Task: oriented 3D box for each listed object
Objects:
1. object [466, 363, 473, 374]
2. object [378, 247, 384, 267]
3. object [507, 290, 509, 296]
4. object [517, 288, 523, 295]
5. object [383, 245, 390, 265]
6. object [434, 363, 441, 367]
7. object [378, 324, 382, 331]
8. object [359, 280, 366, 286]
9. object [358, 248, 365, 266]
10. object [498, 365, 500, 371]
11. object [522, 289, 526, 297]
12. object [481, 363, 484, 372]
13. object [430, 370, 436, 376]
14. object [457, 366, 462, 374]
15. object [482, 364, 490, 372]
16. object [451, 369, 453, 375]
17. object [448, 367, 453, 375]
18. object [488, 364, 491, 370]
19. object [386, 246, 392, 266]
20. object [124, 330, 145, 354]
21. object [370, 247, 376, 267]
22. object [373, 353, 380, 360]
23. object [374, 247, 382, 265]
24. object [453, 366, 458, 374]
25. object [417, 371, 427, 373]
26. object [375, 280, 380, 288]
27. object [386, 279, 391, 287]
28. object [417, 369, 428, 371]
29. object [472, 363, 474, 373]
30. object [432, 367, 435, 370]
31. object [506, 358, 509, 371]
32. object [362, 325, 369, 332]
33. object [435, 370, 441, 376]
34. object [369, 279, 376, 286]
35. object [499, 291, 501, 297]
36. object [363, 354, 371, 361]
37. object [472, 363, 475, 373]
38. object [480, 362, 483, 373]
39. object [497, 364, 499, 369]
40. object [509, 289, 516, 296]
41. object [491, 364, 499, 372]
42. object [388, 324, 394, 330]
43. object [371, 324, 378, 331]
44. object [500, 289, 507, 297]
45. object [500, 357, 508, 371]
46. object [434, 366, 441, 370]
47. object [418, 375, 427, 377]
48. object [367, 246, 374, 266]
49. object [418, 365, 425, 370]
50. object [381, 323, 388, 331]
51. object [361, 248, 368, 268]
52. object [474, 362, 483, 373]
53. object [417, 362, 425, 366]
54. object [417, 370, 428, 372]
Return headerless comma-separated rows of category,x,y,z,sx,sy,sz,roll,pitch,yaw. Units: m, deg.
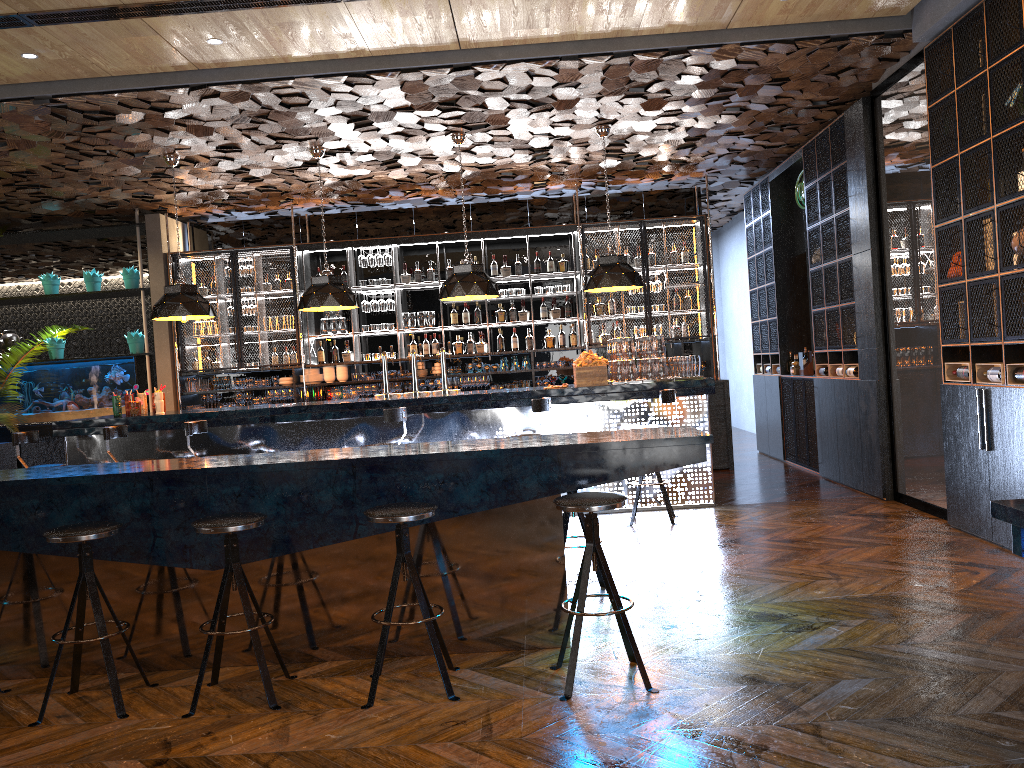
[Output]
object,-0.525,-0.194,11.036,0.100,0.125,0.100,-3,2,41
object,-1.678,-1.622,11.293,0.092,0.244,0.092,-5,1,-38
object,-0.014,-1.148,11.256,0.089,0.092,0.089,-4,1,1
object,0.103,-1.153,11.142,0.089,0.092,0.089,-5,2,-44
object,-1.579,-1.625,11.125,0.092,0.244,0.092,-5,1,-38
object,-0.924,-0.230,11.081,0.094,0.068,0.106,-4,1,1
object,-1.666,-0.712,11.311,0.089,0.092,0.089,-3,1,33
object,-1.886,-1.266,11.232,0.089,0.092,0.089,-5,1,-30
object,-1.891,-1.604,11.134,0.092,0.244,0.092,-5,1,-38
object,-0.206,-0.205,11.209,0.098,0.097,0.098,-4,1,-12
object,0.131,-1.158,11.281,0.089,0.092,0.089,-4,1,-24
object,-0.408,-0.208,11.273,0.108,0.126,0.108,-4,1,-27
object,-0.966,-0.140,11.184,0.106,0.067,0.094,-5,1,-36
object,-0.666,-0.174,11.148,0.058,0.099,0.067,-4,1,14
object,-0.317,-0.194,11.007,0.098,0.097,0.098,-4,1,-19
object,-0.770,-0.166,11.076,0.067,0.099,0.058,-4,1,-29
object,-0.770,-0.164,11.007,0.067,0.099,0.058,-5,2,-43
object,-0.313,-0.196,11.109,0.098,0.097,0.098,-3,2,39
object,-1.575,-1.629,11.290,0.092,0.244,0.092,-5,1,-38
object,-4.767,-0.532,11.243,0.265,0.325,0.245,-4,1,-5
object,-1.777,-1.615,11.296,0.092,0.244,0.092,-5,1,-38
object,-1.709,-0.340,11.173,0.089,0.092,0.089,-5,1,-35
object,-1.682,-1.618,11.128,0.092,0.244,0.092,-5,1,-38
object,-0.708,-0.169,11.045,0.067,0.099,0.058,-3,1,37
object,-1.128,-0.147,11.111,0.149,0.026,0.148,-4,1,8
object,-1.713,-1.280,11.326,0.089,0.092,0.089,-4,1,12
object,-1.588,-1.288,11.334,0.089,0.092,0.089,-5,1,-30
object,-1.132,-0.168,11.110,0.149,0.026,0.148,-4,1,8
object,-0.521,-0.197,11.158,0.100,0.125,0.100,-5,2,-41
object,-0.962,-0.185,11.181,0.094,0.069,0.105,-4,1,-21
object,-0.097,-0.250,11.215,0.115,0.172,0.101,-4,1,-14
object,-1.852,-0.699,11.248,0.089,0.092,0.089,-4,1,-20
object,-0.913,-0.141,11.090,0.106,0.067,0.094,-4,1,-10
object,-1.766,-1.273,11.205,0.089,0.092,0.089,-5,1,-30
object,-0.129,-1.141,11.297,0.089,0.092,0.089,-3,2,41
object,-1.827,-0.332,11.190,0.089,0.092,0.089,-4,1,-27
object,-0.521,-0.200,11.276,0.100,0.125,0.100,-4,1,15
object,-0.410,-0.205,11.151,0.108,0.126,0.108,-4,1,-4
object,-0.214,-0.203,11.107,0.098,0.097,0.098,-3,1,26
object,0.003,-1.146,11.111,0.089,0.092,0.089,-5,1,-35
object,-0.214,-0.200,10.999,0.098,0.097,0.098,-3,1,36
object,-1.546,-0.720,11.315,0.089,0.092,0.089,-4,1,-14
object,-1.739,-0.705,11.201,0.089,0.092,0.089,-4,1,-20
object,-0.101,-1.139,11.139,0.089,0.092,0.089,-5,1,-35
object,-0.105,-0.245,10.972,0.115,0.172,0.101,-3,1,31
object,-0.918,-0.186,11.093,0.094,0.069,0.106,-3,2,43
object,-1.126,-0.103,11.112,0.149,0.022,0.149,-4,1,-30
object,-1.781,-1.612,11.131,0.092,0.244,0.092,-5,1,-38
object,-1.131,-0.200,11.108,0.107,0.070,0.094,-3,1,32
object,-1.597,-0.713,11.136,0.089,0.092,0.089,-4,1,-14
object,-1.887,-1.608,11.299,0.092,0.244,0.092,-5,1,-38
object,-0.415,-0.202,11.035,0.108,0.126,0.108,-3,1,36
object,-1.144,-0.244,11.107,0.094,0.069,0.106,-4,1,8
object,-1.130,-0.157,11.111,0.149,0.025,0.149,-5,1,-36
